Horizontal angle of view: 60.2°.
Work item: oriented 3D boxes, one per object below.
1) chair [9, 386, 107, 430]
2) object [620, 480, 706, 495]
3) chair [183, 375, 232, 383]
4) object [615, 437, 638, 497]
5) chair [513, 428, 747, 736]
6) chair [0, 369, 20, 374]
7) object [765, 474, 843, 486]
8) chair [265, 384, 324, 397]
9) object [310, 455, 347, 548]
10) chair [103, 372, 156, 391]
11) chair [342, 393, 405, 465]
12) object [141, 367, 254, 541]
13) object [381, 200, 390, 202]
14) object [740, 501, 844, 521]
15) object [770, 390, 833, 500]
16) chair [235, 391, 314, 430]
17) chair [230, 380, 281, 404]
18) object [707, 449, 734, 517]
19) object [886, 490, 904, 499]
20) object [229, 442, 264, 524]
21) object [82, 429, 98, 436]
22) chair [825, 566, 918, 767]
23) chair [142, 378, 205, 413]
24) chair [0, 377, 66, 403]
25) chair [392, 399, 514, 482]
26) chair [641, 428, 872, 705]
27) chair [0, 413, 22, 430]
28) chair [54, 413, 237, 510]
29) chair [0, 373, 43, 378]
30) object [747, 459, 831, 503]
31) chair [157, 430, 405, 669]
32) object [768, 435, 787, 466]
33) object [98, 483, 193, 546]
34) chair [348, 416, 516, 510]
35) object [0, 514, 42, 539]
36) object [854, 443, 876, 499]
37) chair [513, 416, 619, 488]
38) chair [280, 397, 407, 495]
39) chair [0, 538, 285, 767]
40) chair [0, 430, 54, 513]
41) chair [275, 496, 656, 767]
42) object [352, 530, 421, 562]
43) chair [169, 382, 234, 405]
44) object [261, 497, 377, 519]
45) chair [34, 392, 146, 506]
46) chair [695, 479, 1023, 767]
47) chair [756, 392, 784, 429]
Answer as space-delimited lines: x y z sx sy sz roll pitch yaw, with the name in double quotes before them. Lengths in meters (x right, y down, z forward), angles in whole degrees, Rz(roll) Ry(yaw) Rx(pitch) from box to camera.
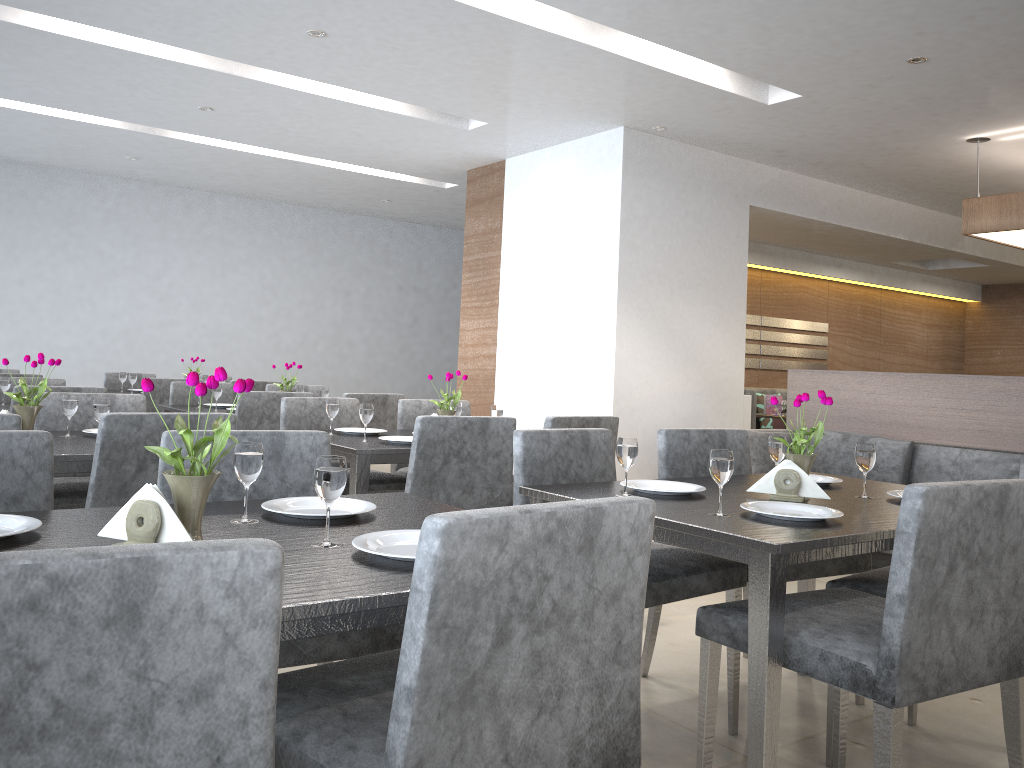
"chair" -2.126 0.382 3.998 0.475 0.765 0.492 5 -3 -41
"object" 0.382 0.265 2.245 0.216 0.015 0.217 2 1 -36
"chair" -2.334 0.322 6.863 0.476 0.765 0.492 4 -3 -31
"object" 0.276 0.200 2.134 0.053 0.140 0.053 2 -3 12
"chair" 0.283 0.521 2.368 0.475 0.765 0.492 5 -3 -41
"chair" -3.557 0.281 5.971 0.476 0.765 0.492 4 -3 -31
"object" 0.854 0.280 2.589 0.216 0.015 0.217 2 1 -36
"chair" -1.283 0.395 5.427 0.476 0.765 0.492 4 -3 -31
"object" -0.292 0.186 1.411 0.053 0.140 0.053 2 -3 12
"chair" -2.778 0.307 6.549 0.475 0.765 0.492 5 -3 -41
"chair" -0.902 0.422 4.891 0.475 0.765 0.492 5 -3 -41
"object" -0.483 0.110 1.354 0.154 0.277 0.104 5 -3 -39
"object" -1.231 -1.782 8.605 0.089 0.007 0.089 3 1 9
"object" 0.610 0.281 1.933 0.216 0.015 0.217 2 1 -36
"object" 0.741 0.150 2.247 0.154 0.277 0.104 5 -3 -39
"chair" -1.293 0.411 4.534 0.476 0.765 0.492 4 -3 -31
"chair" -1.954 0.349 6.327 0.475 0.765 0.492 5 -3 -41
"object" 0.449 0.212 1.899 0.053 0.140 0.053 2 -3 12
"object" 1.082 0.296 2.277 0.216 0.015 0.217 2 1 -36
"object" -0.473 0.175 1.577 0.053 0.140 0.053 2 -3 6
"object" -1.369 0.170 3.062 0.216 0.015 0.217 2 1 -36
"chair" 1.107 0.563 2.145 0.475 0.765 0.492 5 -3 -41
"chair" -2.344 0.337 5.971 0.476 0.765 0.492 4 -3 -31
"chair" -2.506 0.355 4.535 0.476 0.765 0.492 4 -3 -31
"chair" -0.273 0.466 4.047 0.476 0.765 0.492 4 -3 -31
"chair" 0.727 0.536 2.682 0.476 0.765 0.492 4 -3 -31
"chair" -1.506 0.441 2.262 0.476 0.765 0.492 4 -3 -31
"chair" -1.116 0.452 2.619 0.475 0.765 0.492 5 -3 -41
"chair" -3.177 0.308 5.434 0.475 0.765 0.492 5 -3 -41
"object" 0.687 0.237 2.200 0.203 0.100 0.070 3 -2 24
"chair" -0.496 0.495 1.789 0.476 0.765 0.492 4 -3 -31
"object" 0.742 0.215 2.474 0.053 0.140 0.053 2 -3 12
"object" -0.536 0.197 1.307 0.203 0.100 0.070 3 -2 24
"chair" -0.283 0.481 3.155 0.476 0.765 0.492 4 -3 -31
"object" -0.841 0.224 1.352 0.216 0.015 0.217 2 1 -36
"object" 0.922 0.226 2.308 0.053 0.140 0.053 2 -3 12
"chair" 0.107 0.493 3.511 0.475 0.765 0.492 5 -3 -41
"chair" -0.717 0.451 3.733 0.475 0.765 0.492 5 -3 -41
"chair" -0.507 0.511 0.897 0.476 0.765 0.492 4 -3 -31
"chair" -0.940 0.481 1.475 0.475 0.765 0.492 5 -3 -41
"chair" -0.116 0.522 1.253 0.475 0.765 0.492 5 -3 -41
"object" -0.142 0.256 1.385 0.216 0.015 0.217 2 1 -36
"chair" -1.727 0.380 5.113 0.475 0.765 0.492 5 -3 -41
"object" -0.369 0.240 1.696 0.216 0.015 0.217 2 1 -36
"chair" -1.496 0.425 3.155 0.476 0.765 0.492 4 -3 -31
"chair" 0.717 0.551 1.789 0.476 0.765 0.492 4 -3 -31
"chair" 2.374 0.270 8.076 0.425 0.397 0.219 3 -2 -35
